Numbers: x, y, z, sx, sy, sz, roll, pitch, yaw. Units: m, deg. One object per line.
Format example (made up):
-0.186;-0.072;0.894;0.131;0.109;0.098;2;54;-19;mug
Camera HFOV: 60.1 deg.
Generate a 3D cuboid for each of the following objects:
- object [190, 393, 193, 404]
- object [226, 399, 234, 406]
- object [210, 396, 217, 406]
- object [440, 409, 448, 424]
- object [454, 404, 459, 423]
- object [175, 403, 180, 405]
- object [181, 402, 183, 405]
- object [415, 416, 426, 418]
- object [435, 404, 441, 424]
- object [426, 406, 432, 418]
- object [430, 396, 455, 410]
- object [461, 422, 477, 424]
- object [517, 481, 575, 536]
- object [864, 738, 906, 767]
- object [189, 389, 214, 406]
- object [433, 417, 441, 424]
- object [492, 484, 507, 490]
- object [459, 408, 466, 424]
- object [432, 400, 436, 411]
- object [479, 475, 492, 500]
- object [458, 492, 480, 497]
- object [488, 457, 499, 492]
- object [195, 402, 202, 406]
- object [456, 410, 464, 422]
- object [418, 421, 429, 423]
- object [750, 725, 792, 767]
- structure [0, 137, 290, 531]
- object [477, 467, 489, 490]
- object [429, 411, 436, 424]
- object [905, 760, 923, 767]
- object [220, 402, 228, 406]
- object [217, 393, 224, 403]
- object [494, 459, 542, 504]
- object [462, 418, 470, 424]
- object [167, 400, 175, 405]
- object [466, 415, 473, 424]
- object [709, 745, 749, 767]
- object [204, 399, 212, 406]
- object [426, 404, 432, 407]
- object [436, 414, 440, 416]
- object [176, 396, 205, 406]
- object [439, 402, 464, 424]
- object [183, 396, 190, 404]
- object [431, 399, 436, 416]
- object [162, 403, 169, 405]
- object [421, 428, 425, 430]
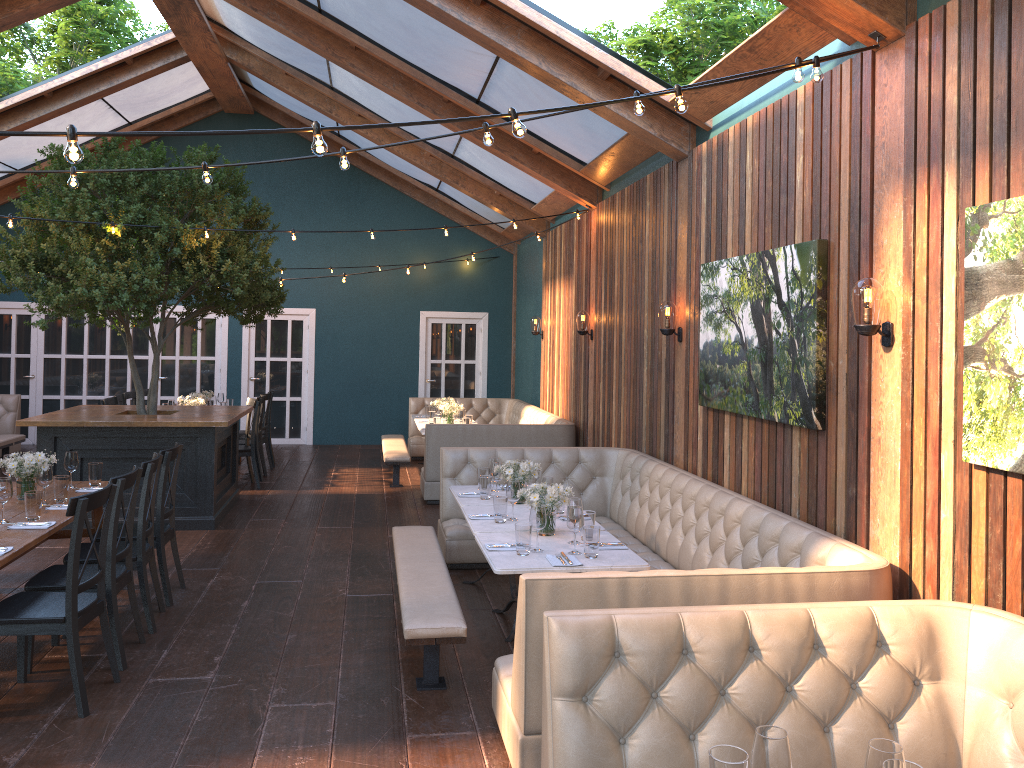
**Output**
-4.270;0.250;11.796;0.092;0.245;0.092;1;0;33;object
-3.853;0.286;12.086;0.092;0.158;0.092;1;0;17;object
-3.853;0.278;11.408;0.092;0.245;0.092;1;0;33;object
-0.822;0.431;10.674;0.092;0.245;0.092;1;0;39;object
-0.730;0.383;11.617;0.092;0.245;0.092;1;0;39;object
-4.222;0.328;11.158;0.092;0.158;0.092;1;0;17;object
-4.347;0.296;11.717;0.092;0.158;0.092;1;0;17;object
-1.218;0.451;12.294;0.255;0.019;0.157;1;3;-9;object
-0.951;0.387;11.460;0.092;0.245;0.092;1;0;39;object
-1.143;0.390;12.146;0.092;0.158;0.092;1;0;-23;object
-0.930;0.324;12.047;0.336;0.310;0.329;0;2;-44;object
-0.582;0.502;11.544;0.255;0.019;0.157;1;3;-9;object
0.193;0.709;5.110;0.336;0.310;0.329;1;1;7;object
0.822;0.919;1.950;0.092;0.245;0.092;1;0;39;object
-4.076;0.231;11.615;0.329;0.310;0.336;1;1;-11;object
-0.899;0.476;10.595;0.092;0.158;0.092;1;0;-23;object
-0.065;0.770;6.624;0.157;0.019;0.255;1;3;-9;object
-0.611;0.424;10.876;0.092;0.245;0.092;1;0;39;object
-1.066;0.345;12.225;0.092;0.245;0.092;1;0;33;object
-0.185;0.723;6.156;0.092;0.158;0.092;1;0;-23;object
-0.260;0.783;6.304;0.255;0.019;0.157;1;3;-9;object
-0.134;0.664;6.475;0.092;0.245;0.092;1;0;39;object
-3.654;0.340;10.304;0.092;0.245;0.092;1;0;39;object
-0.625;0.436;10.641;0.092;0.245;0.092;1;0;39;object
-1.103;0.493;11.530;0.255;0.019;0.157;1;3;-9;object
0.588;0.912;2.008;0.092;0.245;0.092;1;0;39;object
-3.551;-0.571;8.710;2.714;3.699;2.852;1;1;0;structure
-0.213;0.701;6.551;0.092;0.158;0.092;1;0;-23;object
-1.028;0.433;11.381;0.092;0.158;0.092;1;0;-23;object
0.898;0.959;2.027;0.092;0.158;0.092;1;0;-23;object
-3.750;0.318;11.511;0.092;0.158;0.092;1;0;17;object
-3.951;0.245;12.002;0.092;0.245;0.092;1;0;33;object
0.040;0.657;6.057;0.336;0.310;0.329;1;1;3;object
-0.547;0.484;10.564;0.092;0.158;0.092;1;0;-23;object
-4.110;0.313;10.662;0.092;0.245;0.092;1;0;39;object
-0.536;0.464;10.954;0.092;0.158;0.092;1;0;-23;object
0.509;0.949;2.084;0.092;0.158;0.092;1;0;-23;object
-3.749;0.307;10.893;0.092;0.245;0.092;1;0;39;object
-1.170;0.369;12.541;0.092;0.158;0.092;1;0;-23;object
-1.022;0.438;12.614;0.157;0.019;0.255;1;3;-9;object
-3.846;0.288;10.606;0.329;0.310;0.336;1;1;6;object
-0.784;0.370;11.228;0.336;0.310;0.329;2;1;33;object
-4.130;0.282;11.237;0.092;0.245;0.092;1;0;33;object
-1.091;0.332;12.466;0.092;0.245;0.092;1;0;33;object
-3.963;0.344;10.109;0.092;0.245;0.092;1;0;39;object
-0.974;0.537;10.744;0.255;0.019;0.157;1;3;-9;object
